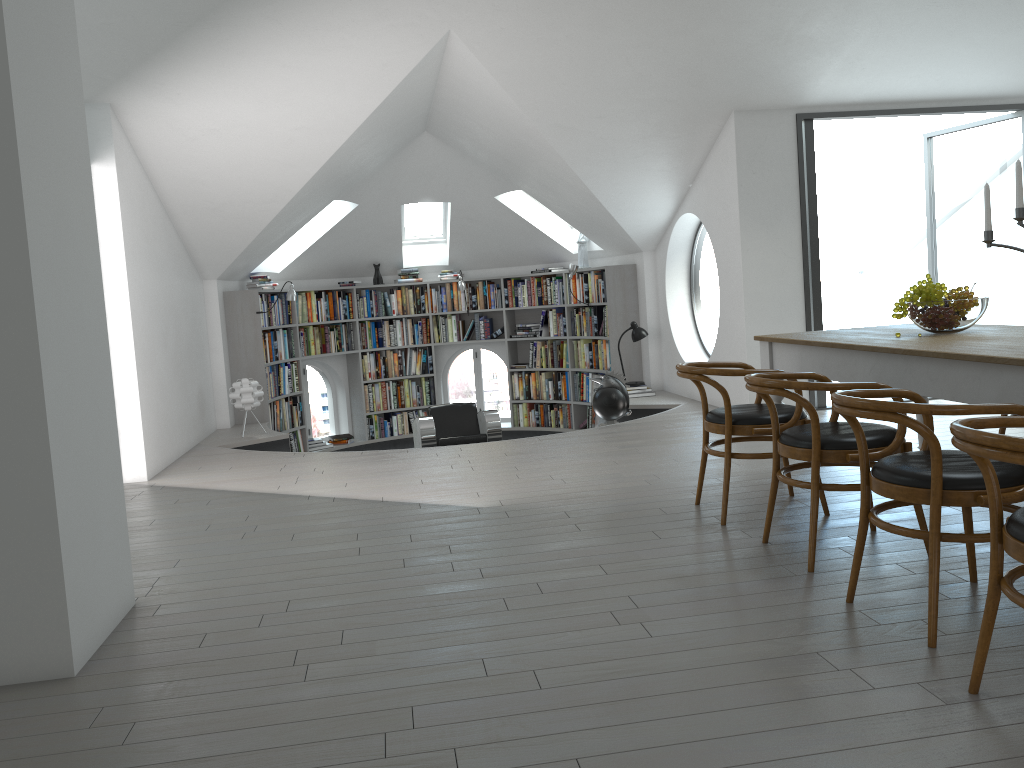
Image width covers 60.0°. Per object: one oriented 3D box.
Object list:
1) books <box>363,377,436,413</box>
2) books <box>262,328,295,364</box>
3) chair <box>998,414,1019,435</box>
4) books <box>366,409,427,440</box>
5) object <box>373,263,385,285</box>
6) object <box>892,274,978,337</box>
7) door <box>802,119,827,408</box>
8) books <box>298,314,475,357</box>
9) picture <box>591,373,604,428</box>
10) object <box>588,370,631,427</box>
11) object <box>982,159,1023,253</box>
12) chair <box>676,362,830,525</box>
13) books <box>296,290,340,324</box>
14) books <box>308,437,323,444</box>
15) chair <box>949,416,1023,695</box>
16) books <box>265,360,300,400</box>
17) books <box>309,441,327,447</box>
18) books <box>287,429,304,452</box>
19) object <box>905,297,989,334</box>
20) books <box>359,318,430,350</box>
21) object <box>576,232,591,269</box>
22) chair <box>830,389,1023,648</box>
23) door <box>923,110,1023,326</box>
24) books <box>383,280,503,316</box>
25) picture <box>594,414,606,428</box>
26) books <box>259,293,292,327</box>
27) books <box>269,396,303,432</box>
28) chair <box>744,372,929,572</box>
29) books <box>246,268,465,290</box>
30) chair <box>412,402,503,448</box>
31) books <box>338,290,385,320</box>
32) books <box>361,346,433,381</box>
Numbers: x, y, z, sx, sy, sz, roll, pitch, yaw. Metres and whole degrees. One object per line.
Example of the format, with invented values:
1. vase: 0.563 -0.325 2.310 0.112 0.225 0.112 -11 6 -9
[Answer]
1. books: -1.418 0.120 11.108 1.033 0.357 0.293 -6 5 -23
2. books: -2.664 -0.408 9.588 0.303 0.347 1.091 -3 6 8
3. chair: 2.812 0.112 4.445 0.621 0.733 0.528 -5 5 -8
4. books: -1.407 0.483 11.122 1.020 0.306 0.288 -6 5 -23
5. object: -1.648 -1.352 10.943 0.147 0.264 0.202 -5 5 -11
6. object: 1.983 -0.375 4.123 0.394 0.284 0.292 -9 7 -44
7. door: 2.404 -1.017 7.759 0.080 2.342 1.053 -5 4 -8
8. books: -1.611 -0.603 10.837 2.532 0.370 0.591 -7 6 -27
9. picture: 1.007 0.330 9.840 0.090 0.861 0.579 -5 5 -18
10. object: 0.889 0.150 8.018 0.320 0.561 0.321 -7 5 -35
11. object: 2.081 -0.578 3.122 0.266 0.873 0.775 -7 5 -34
12. chair: 1.120 0.250 4.260 0.621 0.733 0.528 -4 5 -5
13. books: -2.366 -0.901 10.377 0.269 0.372 0.795 -1 6 35
14. books: -2.375 0.677 10.491 0.214 0.036 0.227 -7 7 -31
15. chair: 1.388 0.446 2.102 0.621 0.733 0.528 -4 5 -5
16. books: -2.599 -0.034 9.583 0.260 0.358 1.022 -3 6 9
17. books: -2.373 0.708 10.493 0.269 0.031 0.286 -7 7 -31
18. books: -2.572 0.702 9.699 0.282 0.319 0.920 -3 6 10
19. object: 2.015 -0.314 4.117 0.360 0.159 0.360 -7 6 -27
20. books: -1.500 -0.642 11.086 1.029 0.358 0.301 -6 5 -22
21. object: 0.814 -1.562 10.244 0.179 0.471 0.179 -4 4 1
22. chair: 1.353 0.377 2.826 0.622 0.733 0.528 -5 5 -13
23. door: 4.208 -1.168 7.987 0.080 2.342 1.052 -6 5 -23
24. books: -0.854 -1.083 11.131 1.566 0.366 0.394 -4 5 -2
25. picture: 1.000 0.509 9.668 0.107 0.554 0.490 -5 5 -17
26. books: -2.681 -0.792 9.542 0.300 0.360 1.035 -3 6 8
27. books: -2.586 0.543 9.360 0.390 0.694 1.644 -4 5 2
28. chair: 1.264 0.311 3.547 0.621 0.733 0.528 -5 5 -8
29. books: -1.871 -1.255 10.554 2.819 0.173 0.748 -8 7 -37
30. chair: -0.573 0.586 9.187 0.823 0.718 0.742 -5 5 -13
31. books: -1.889 -0.972 10.861 0.683 0.345 0.265 -7 6 -31
32. books: -1.458 -0.262 11.074 0.999 0.351 0.298 -7 5 -24
